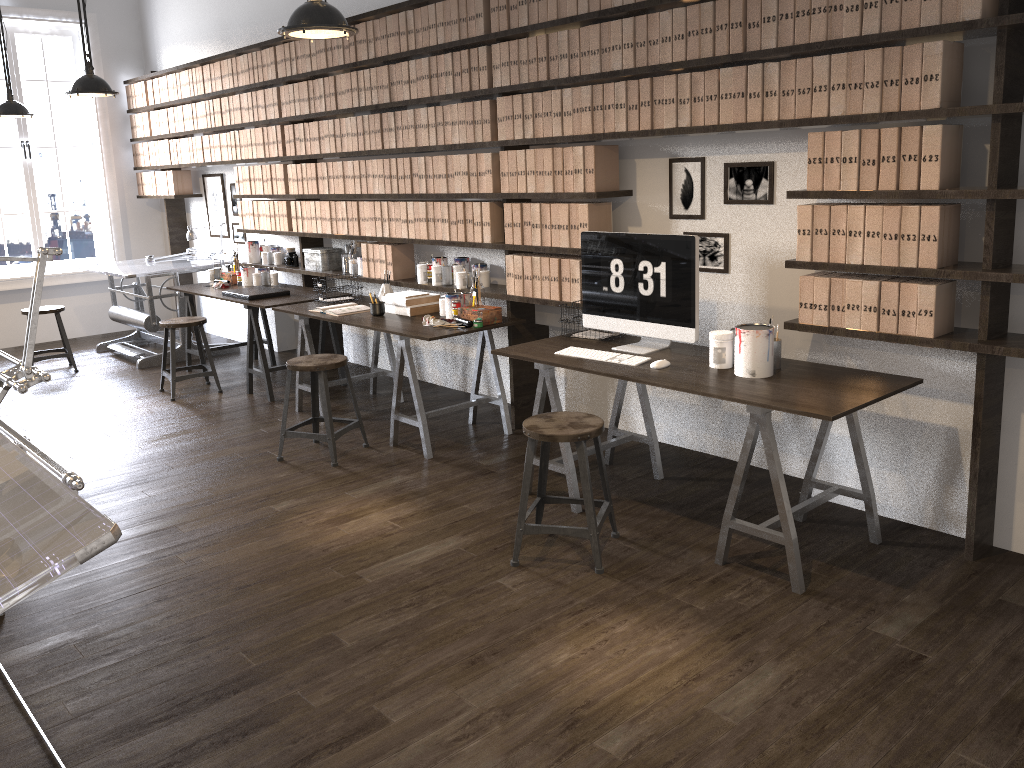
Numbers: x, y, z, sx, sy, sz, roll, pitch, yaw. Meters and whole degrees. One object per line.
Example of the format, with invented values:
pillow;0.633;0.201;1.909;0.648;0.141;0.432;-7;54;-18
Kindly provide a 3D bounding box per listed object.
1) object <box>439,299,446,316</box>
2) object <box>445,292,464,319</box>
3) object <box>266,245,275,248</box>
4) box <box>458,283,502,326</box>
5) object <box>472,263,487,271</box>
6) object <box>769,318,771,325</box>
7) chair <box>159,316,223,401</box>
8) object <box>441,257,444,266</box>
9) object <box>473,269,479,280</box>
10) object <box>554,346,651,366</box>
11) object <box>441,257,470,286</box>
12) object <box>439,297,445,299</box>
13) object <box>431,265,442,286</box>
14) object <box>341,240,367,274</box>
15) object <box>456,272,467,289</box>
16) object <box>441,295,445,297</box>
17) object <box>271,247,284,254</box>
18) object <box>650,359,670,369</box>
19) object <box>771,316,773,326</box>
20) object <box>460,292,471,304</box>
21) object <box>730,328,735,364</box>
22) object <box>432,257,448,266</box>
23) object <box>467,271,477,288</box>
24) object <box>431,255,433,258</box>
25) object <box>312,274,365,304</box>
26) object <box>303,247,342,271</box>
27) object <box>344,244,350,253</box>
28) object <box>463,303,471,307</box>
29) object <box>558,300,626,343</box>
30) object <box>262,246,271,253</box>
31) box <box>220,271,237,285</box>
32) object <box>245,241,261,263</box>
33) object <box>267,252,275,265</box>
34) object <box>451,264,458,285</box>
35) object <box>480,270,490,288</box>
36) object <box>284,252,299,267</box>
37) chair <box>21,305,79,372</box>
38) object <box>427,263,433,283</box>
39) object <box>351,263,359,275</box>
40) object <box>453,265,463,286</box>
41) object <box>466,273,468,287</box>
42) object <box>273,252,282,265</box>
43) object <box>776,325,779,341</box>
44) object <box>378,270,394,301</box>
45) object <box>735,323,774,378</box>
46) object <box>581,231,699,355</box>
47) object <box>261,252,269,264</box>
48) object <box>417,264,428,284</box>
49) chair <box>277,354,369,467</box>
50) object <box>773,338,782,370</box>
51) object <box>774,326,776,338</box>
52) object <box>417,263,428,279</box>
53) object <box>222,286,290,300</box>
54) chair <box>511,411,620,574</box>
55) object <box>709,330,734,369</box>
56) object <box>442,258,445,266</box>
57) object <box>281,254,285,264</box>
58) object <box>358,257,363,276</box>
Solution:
object;-0.381;-0.434;5.023;0.062;0.093;0.062;0;12;8
object;-0.318;-0.433;4.929;0.104;0.140;0.105;-10;14;-33
object;-1.965;-1.070;7.234;0.072;0.128;0.072;-1;12;6
box;-0.175;-0.432;4.742;0.138;0.205;0.213;-12;16;-40
object;-0.192;-0.651;5.277;0.094;0.128;0.095;6;15;35
object;1.016;-0.168;3.508;0.007;0.178;0.055;4;13;30
chair;-2.285;-0.190;6.233;0.360;0.523;0.374;-10;14;-32
object;-0.411;-0.690;5.383;0.030;0.167;0.004;-6;12;-19
object;-0.206;-0.621;5.212;0.044;0.101;0.045;7;15;39
object;0.385;-0.120;3.802;0.441;0.017;0.119;11;19;43
object;-0.346;-0.680;5.369;0.206;0.160;0.094;-13;16;-39
object;-0.385;-0.451;5.092;0.063;0.092;0.063;-2;12;0
object;-0.452;-0.653;5.340;0.062;0.118;0.062;1;12;17
object;-1.128;-0.918;6.205;0.182;0.269;0.157;5;14;32
object;-0.293;-0.603;5.154;0.062;0.095;0.062;-4;12;-9
object;-0.380;-0.467;5.157;0.062;0.093;0.062;-2;12;0
object;-1.882;-1.033;7.112;0.094;0.127;0.096;-5;12;-11
object;0.602;-0.082;3.581;0.059;0.028;0.107;11;19;44
object;1.029;-0.169;3.516;0.007;0.202;0.046;4;13;29
object;-0.270;-0.455;5.035;0.095;0.127;0.094;9;17;44
object;0.932;-0.152;3.586;0.096;0.141;0.097;-8;13;-24
object;-0.441;-0.698;5.456;0.095;0.160;0.094;9;16;44
object;-0.227;-0.607;5.159;0.062;0.094;0.064;-4;12;-9
object;-0.490;-0.727;5.543;0.009;0.167;0.041;-11;14;-37
object;-1.133;-0.622;5.788;0.285;0.159;0.205;-14;17;-40
object;-1.384;-0.916;6.487;0.194;0.151;0.318;-13;17;-41
object;-1.163;-0.908;6.369;0.079;0.186;0.079;4;13;27
object;-0.237;-0.399;4.883;0.060;0.088;0.060;-11;15;-36
object;0.387;-0.303;4.244;0.285;0.159;0.205;9;17;40
object;-1.975;-1.051;7.156;0.070;0.129;0.071;-3;12;-3
box;-2.191;-0.840;6.983;0.138;0.082;0.213;-14;17;-40
object;-2.100;-1.070;7.180;0.108;0.175;0.107;-12;15;-39
object;-1.898;-0.990;6.991;0.063;0.092;0.064;6;14;33
object;-0.348;-0.661;5.354;0.045;0.126;0.044;-7;12;-23
object;-0.158;-0.613;5.174;0.062;0.095;0.062;-4;12;-9
object;-1.704;-0.956;6.789;0.091;0.107;0.171;-13;17;-40
chair;-3.724;-0.346;7.099;0.360;0.523;0.374;-10;14;-32
object;-0.505;-0.687;5.485;0.044;0.126;0.045;-12;15;-40
object;-1.017;-0.803;6.103;0.181;0.092;0.062;-9;14;-27
object;-0.322;-0.648;5.298;0.062;0.118;0.062;1;12;17
object;-0.264;-0.614;5.237;0.054;0.080;0.055;7;15;38
object;-1.840;-0.984;6.959;0.062;0.093;0.062;6;14;34
object;1.044;-0.153;3.497;0.007;0.156;0.054;5;13;31
object;-0.794;-0.611;5.591;0.101;0.207;0.102;-2;12;4
object;0.927;-0.124;3.391;0.144;0.194;0.146;2;13;21
object;0.574;-0.408;3.907;0.205;0.513;0.646;-12;16;-40
object;-1.955;-0.998;7.032;0.062;0.093;0.062;6;14;34
object;-0.551;-0.675;5.444;0.062;0.118;0.062;-1;12;8
chair;-1.022;0.128;4.734;0.372;0.523;0.362;3;13;22
object;1.019;-0.116;3.491;0.082;0.121;0.084;3;13;24
object;1.029;-0.164;3.619;0.095;0.143;0.095;-8;13;-24
object;-0.555;-0.691;5.513;0.063;0.117;0.063;-2;12;0
object;-1.804;-0.640;6.233;0.314;0.033;0.448;-14;18;-40
chair;0.206;0.402;3.417;0.358;0.523;0.375;1;12;17
object;0.836;-0.137;3.538;0.094;0.143;0.095;-5;12;-15
object;-0.402;-0.691;5.381;0.036;0.147;0.005;-6;12;-18
object;-1.832;-0.995;7.046;0.054;0.079;0.055;-5;12;-14
object;-0.999;-0.800;6.022;0.094;0.127;0.095;-10;14;-34
